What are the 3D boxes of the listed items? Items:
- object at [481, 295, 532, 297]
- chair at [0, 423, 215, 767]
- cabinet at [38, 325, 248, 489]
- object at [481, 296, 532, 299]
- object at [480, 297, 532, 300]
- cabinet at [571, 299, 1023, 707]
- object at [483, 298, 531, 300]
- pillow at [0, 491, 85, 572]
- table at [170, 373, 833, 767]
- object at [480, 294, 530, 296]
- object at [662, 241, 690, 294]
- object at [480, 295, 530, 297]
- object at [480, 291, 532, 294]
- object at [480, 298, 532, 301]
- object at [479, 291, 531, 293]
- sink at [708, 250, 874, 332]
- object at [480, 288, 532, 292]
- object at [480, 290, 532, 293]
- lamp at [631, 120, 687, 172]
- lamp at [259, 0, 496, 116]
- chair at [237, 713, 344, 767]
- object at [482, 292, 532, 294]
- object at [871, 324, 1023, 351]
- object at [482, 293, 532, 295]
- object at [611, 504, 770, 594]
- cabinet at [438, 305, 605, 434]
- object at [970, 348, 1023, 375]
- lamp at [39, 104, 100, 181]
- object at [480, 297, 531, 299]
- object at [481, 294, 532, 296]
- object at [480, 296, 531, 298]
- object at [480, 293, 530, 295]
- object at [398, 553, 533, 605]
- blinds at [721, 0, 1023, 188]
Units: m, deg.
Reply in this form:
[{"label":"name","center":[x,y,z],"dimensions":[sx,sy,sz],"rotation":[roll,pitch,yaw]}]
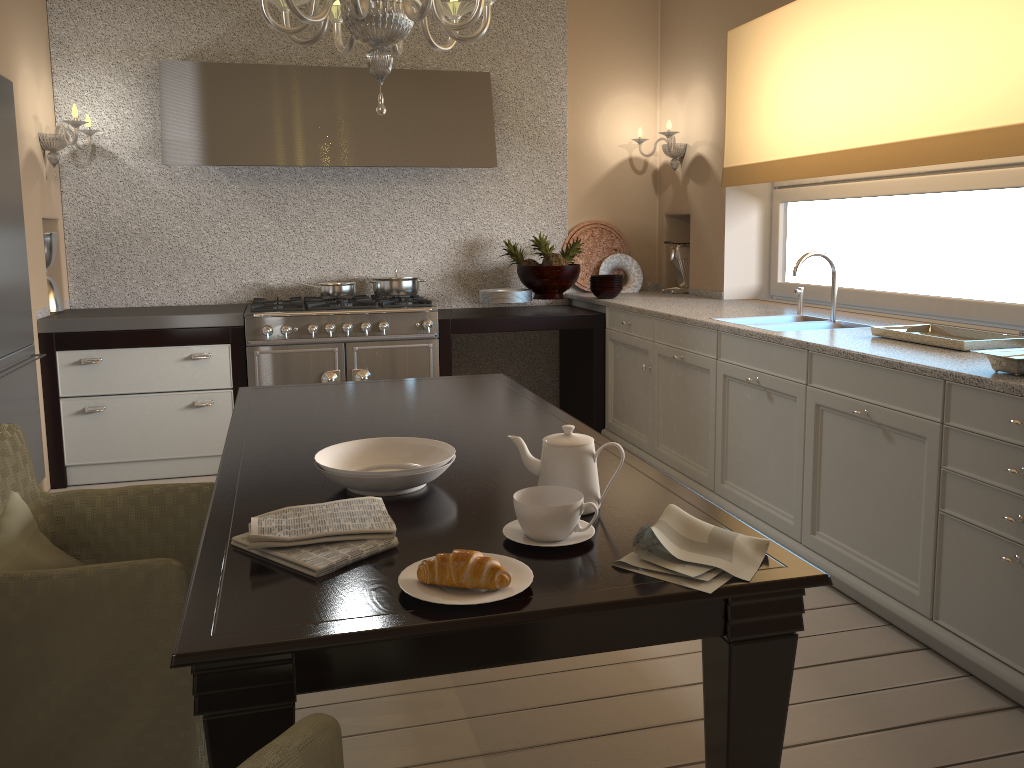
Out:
[{"label":"object","center":[-0.033,-0.467,4.715],"dimensions":[0.279,0.011,0.279],"rotation":[-6,11,-27]},{"label":"chair","center":[-0.855,0.510,1.839],"dimensions":[0.561,0.797,0.566],"rotation":[-2,8,-8]},{"label":"cabinet","center":[-1.779,0.059,4.440],"dimensions":[0.896,0.721,0.640],"rotation":[-3,9,-14]},{"label":"object","center":[-0.032,-0.461,4.716],"dimensions":[0.279,0.011,0.279],"rotation":[-6,11,-27]},{"label":"object","center":[-0.033,-0.455,4.717],"dimensions":[0.279,0.011,0.279],"rotation":[-6,11,-27]},{"label":"cabinet","center":[1.233,0.169,3.460],"dimensions":[0.847,0.767,4.243],"rotation":[-3,10,-14]},{"label":"object","center":[-0.032,-0.452,4.716],"dimensions":[0.279,0.011,0.279],"rotation":[-6,11,-27]},{"label":"pillow","center":[-0.963,0.384,1.817],"dimensions":[0.192,0.293,0.442],"rotation":[-3,9,-15]},{"label":"table","center":[-0.221,0.468,2.185],"dimensions":[0.919,0.650,2.001],"rotation":[-3,10,-14]},{"label":"object","center":[-0.033,-0.475,4.713],"dimensions":[0.279,0.011,0.279],"rotation":[-6,11,-27]},{"label":"object","center":[1.093,-0.693,5.244],"dimensions":[0.391,0.305,0.384],"rotation":[-3,9,-14]},{"label":"object","center":[-0.033,-0.469,4.716],"dimensions":[0.279,0.011,0.279],"rotation":[-6,11,-27]},{"label":"object","center":[-0.033,-0.485,4.712],"dimensions":[0.279,0.011,0.279],"rotation":[-6,11,-27]},{"label":"object","center":[-0.032,-0.450,4.718],"dimensions":[0.279,0.011,0.279],"rotation":[-6,11,-27]},{"label":"object","center":[-0.033,-0.488,4.712],"dimensions":[0.279,0.011,0.279],"rotation":[-6,11,-27]},{"label":"sink","center":[1.102,-0.284,3.506],"dimensions":[0.458,0.479,0.541],"rotation":[-3,9,-14]},{"label":"object","center":[-0.033,-0.494,4.712],"dimensions":[0.279,0.011,0.279],"rotation":[-6,11,-27]},{"label":"object","center":[-0.033,-0.491,4.712],"dimensions":[0.279,0.011,0.279],"rotation":[-6,11,-27]},{"label":"lamp","center":[0.878,-1.344,5.051],"dimensions":[0.264,0.265,0.482],"rotation":[-3,10,-16]},{"label":"lamp","center":[-0.348,-1.260,2.251],"dimensions":[0.675,1.122,0.704],"rotation":[0,8,4]},{"label":"chair","center":[-0.072,0.674,0.832],"dimensions":[0.564,0.797,0.564],"rotation":[3,9,21]},{"label":"object","center":[-0.033,-0.483,4.713],"dimensions":[0.279,0.011,0.279],"rotation":[-6,11,-27]},{"label":"object","center":[1.393,-0.153,2.849],"dimensions":[0.241,0.030,0.431],"rotation":[-3,10,-14]},{"label":"object","center":[-0.033,-0.478,4.714],"dimensions":[0.279,0.011,0.279],"rotation":[-6,11,-27]},{"label":"object","center":[0.284,0.242,1.362],"dimensions":[0.197,0.063,0.205],"rotation":[7,12,37]},{"label":"cabinet","center":[-0.011,-0.042,4.913],"dimensions":[0.896,0.721,0.603],"rotation":[-3,9,-14]},{"label":"object","center":[1.290,-0.055,2.232],"dimensions":[0.197,0.048,0.153],"rotation":[-3,10,-14]},{"label":"lamp","center":[-2.149,-1.153,4.273],"dimensions":[0.269,0.339,0.482],"rotation":[-3,9,-16]},{"label":"object","center":[-0.033,-0.458,4.716],"dimensions":[0.279,0.011,0.279],"rotation":[-6,11,-27]},{"label":"object","center":[-0.033,-0.472,4.715],"dimensions":[0.279,0.011,0.279],"rotation":[-6,11,-27]},{"label":"object","center":[-0.033,-0.463,4.716],"dimensions":[0.279,0.011,0.279],"rotation":[-6,11,-27]},{"label":"object","center":[-0.033,-0.480,4.714],"dimensions":[0.279,0.011,0.279],"rotation":[-6,11,-27]},{"label":"object","center":[-0.066,0.284,1.280],"dimensions":[0.195,0.014,0.195],"rotation":[-8,12,-38]},{"label":"blinds","center":[1.545,-1.122,2.861],"dimensions":[0.022,0.778,3.567],"rotation":[-3,10,-14]}]
